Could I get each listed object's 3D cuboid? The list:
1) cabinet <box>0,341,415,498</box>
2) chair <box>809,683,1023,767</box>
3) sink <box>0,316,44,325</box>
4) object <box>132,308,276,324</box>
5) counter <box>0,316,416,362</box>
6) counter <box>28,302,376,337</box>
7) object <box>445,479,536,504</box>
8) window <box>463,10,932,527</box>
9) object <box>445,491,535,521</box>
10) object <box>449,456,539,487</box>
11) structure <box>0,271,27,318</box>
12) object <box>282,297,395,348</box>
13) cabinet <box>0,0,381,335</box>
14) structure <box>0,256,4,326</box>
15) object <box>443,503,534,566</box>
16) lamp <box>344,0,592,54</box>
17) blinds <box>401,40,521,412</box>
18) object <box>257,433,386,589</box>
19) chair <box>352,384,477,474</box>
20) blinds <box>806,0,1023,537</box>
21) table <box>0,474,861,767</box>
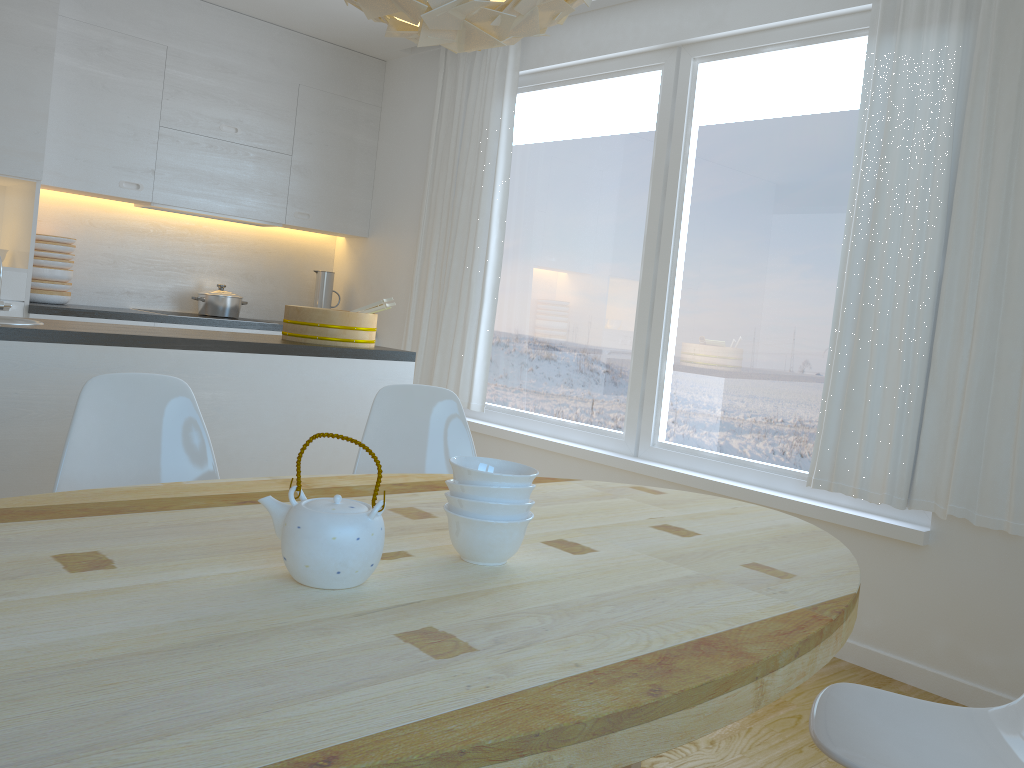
[{"bbox_3d":[-1.519,0.295,3.017,2.395,0.909,0.603,2,4,-43],"label":"cabinet"},{"bbox_3d":[0.762,0.650,1.528,0.524,0.900,0.429,7,2,22],"label":"chair"},{"bbox_3d":[-1.727,-0.136,2.822,0.404,0.157,0.405,6,4,-1],"label":"sink"},{"bbox_3d":[-1.795,-0.391,5.167,0.652,0.013,0.564,2,6,-43],"label":"object"},{"bbox_3d":[-1.470,-0.177,3.011,2.395,0.040,0.603,2,6,-43],"label":"counter"},{"bbox_3d":[-1.798,-0.373,5.163,1.996,0.040,0.603,2,6,-43],"label":"counter"},{"bbox_3d":[-0.040,0.203,1.480,0.151,0.095,0.151,4,4,-26],"label":"object"},{"bbox_3d":[0.708,-0.611,4.140,0.088,1.915,2.739,5,3,-43],"label":"window"},{"bbox_3d":[-0.041,0.228,1.478,0.152,0.093,0.151,6,3,-4],"label":"object"},{"bbox_3d":[-0.034,0.176,1.478,0.151,0.087,0.152,5,4,-15],"label":"object"},{"bbox_3d":[-2.563,-0.243,4.068,0.559,0.595,0.049,4,2,-43],"label":"structure"},{"bbox_3d":[-0.719,-0.273,3.647,0.429,0.214,0.380,5,4,-15],"label":"object"},{"bbox_3d":[-2.159,-0.699,4.704,3.194,2.298,0.483,3,3,-43],"label":"cabinet"},{"bbox_3d":[-1.587,-0.290,2.649,0.096,0.215,0.163,5,2,-43],"label":"structure"},{"bbox_3d":[-0.043,0.251,1.475,0.152,0.082,0.152,6,3,-4],"label":"object"},{"bbox_3d":[-0.061,-1.132,1.513,0.637,1.134,0.649,4,2,-44],"label":"lamp"},{"bbox_3d":[-0.329,-0.968,4.991,0.149,2.158,0.798,5,1,-44],"label":"blinds"},{"bbox_3d":[-0.265,0.177,1.296,0.147,0.211,0.178,4,3,-44],"label":"object"},{"bbox_3d":[-0.230,0.477,2.451,0.429,0.900,0.525,5,2,-23],"label":"chair"},{"bbox_3d":[1.478,-0.632,3.043,0.149,2.158,0.798,5,1,-43],"label":"blinds"},{"bbox_3d":[-0.215,0.639,1.485,2.185,0.724,1.199,2,5,-45],"label":"table"}]
